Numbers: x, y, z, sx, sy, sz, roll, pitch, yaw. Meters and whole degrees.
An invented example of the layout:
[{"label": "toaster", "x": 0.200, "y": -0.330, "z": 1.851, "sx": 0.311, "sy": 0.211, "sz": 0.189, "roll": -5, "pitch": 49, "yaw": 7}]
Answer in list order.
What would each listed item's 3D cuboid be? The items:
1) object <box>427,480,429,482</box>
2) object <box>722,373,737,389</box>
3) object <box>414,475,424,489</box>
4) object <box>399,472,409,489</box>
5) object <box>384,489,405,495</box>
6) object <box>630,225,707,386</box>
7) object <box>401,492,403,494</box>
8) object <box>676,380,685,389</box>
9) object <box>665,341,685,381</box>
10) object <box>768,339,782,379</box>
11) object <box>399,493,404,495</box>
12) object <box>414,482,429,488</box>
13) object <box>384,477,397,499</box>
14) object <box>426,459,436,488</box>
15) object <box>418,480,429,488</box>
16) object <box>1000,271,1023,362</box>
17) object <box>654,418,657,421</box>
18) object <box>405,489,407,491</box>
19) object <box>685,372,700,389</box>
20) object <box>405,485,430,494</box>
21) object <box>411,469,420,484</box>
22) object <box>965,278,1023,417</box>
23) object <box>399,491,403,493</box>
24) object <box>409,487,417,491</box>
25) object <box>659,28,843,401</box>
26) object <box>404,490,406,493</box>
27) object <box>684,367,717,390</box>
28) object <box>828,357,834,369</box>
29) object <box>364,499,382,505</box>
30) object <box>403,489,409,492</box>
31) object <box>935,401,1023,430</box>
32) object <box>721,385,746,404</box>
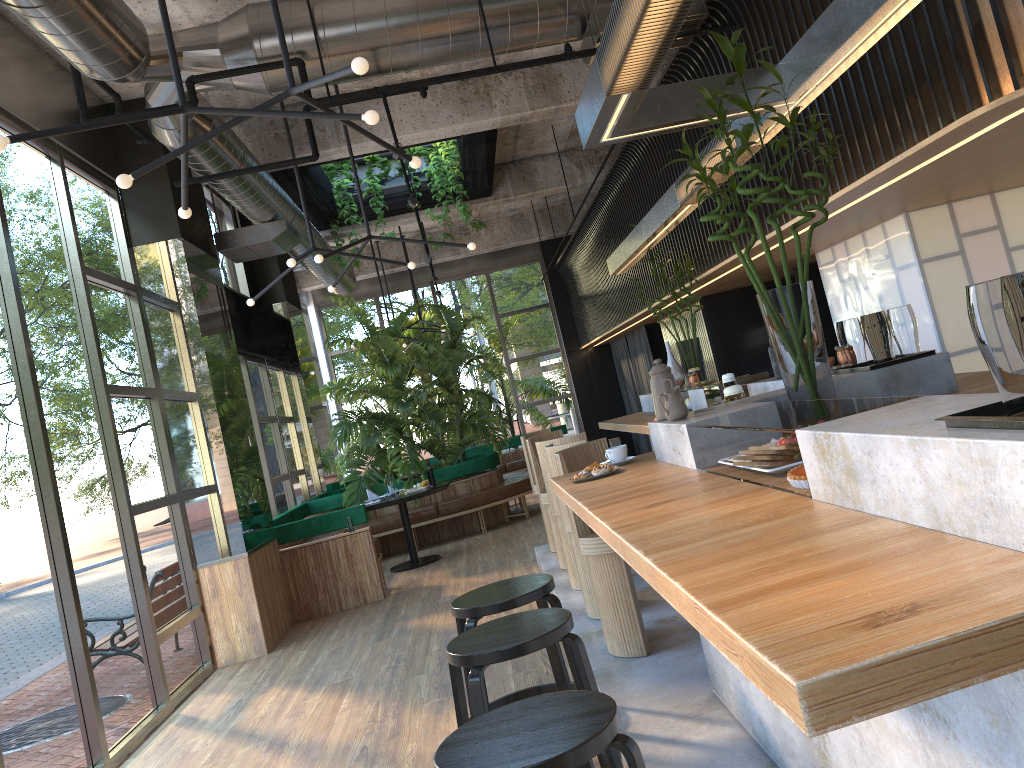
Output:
[{"label": "object", "x": -0.926, "y": 1.074, "z": 9.642, "sx": 0.059, "sy": 0.072, "sz": 0.205, "roll": -13, "pitch": -2, "yaw": -13}, {"label": "object", "x": 1.198, "y": 0.056, "z": 4.827, "sx": 0.071, "sy": 0.233, "sz": 0.078, "roll": -15, "pitch": -5, "yaw": 27}, {"label": "object", "x": -0.979, "y": 1.033, "z": 9.351, "sx": 0.145, "sy": 0.124, "sz": 0.096, "roll": -12, "pitch": -3, "yaw": -25}, {"label": "object", "x": -1.166, "y": 1.067, "z": 9.687, "sx": 0.106, "sy": 0.201, "sz": 0.099, "roll": -12, "pitch": -4, "yaw": -17}, {"label": "object", "x": -1.299, "y": 1.138, "z": 9.743, "sx": 0.242, "sy": 0.139, "sz": 0.223, "roll": -13, "pitch": -2, "yaw": -22}, {"label": "object", "x": 1.359, "y": -0.607, "z": 7.328, "sx": 0.640, "sy": 1.553, "sz": 0.612, "roll": -16, "pitch": -5, "yaw": 33}, {"label": "object", "x": -1.174, "y": 1.157, "z": 9.454, "sx": 0.033, "sy": 0.019, "sz": 0.038, "roll": -14, "pitch": -2, "yaw": 7}, {"label": "object", "x": 1.275, "y": 0.012, "z": 7.026, "sx": 0.190, "sy": 0.073, "sz": 0.230, "roll": -14, "pitch": -2, "yaw": 14}, {"label": "object", "x": 1.293, "y": -0.151, "z": 7.287, "sx": 0.302, "sy": 0.398, "sz": 0.333, "roll": -16, "pitch": -4, "yaw": 43}, {"label": "object", "x": 1.358, "y": -0.167, "z": 4.567, "sx": 0.071, "sy": 0.277, "sz": 0.078, "roll": -16, "pitch": -5, "yaw": 30}, {"label": "object", "x": -1.165, "y": 1.156, "z": 9.353, "sx": 0.063, "sy": 0.013, "sz": 0.145, "roll": -13, "pitch": -1, "yaw": -9}, {"label": "object", "x": -0.979, "y": 1.082, "z": 9.537, "sx": 0.193, "sy": 0.038, "sz": 0.063, "roll": -14, "pitch": -2, "yaw": 27}, {"label": "object", "x": -1.251, "y": 1.072, "z": 9.167, "sx": 0.101, "sy": 0.210, "sz": 0.110, "roll": -15, "pitch": -4, "yaw": 29}, {"label": "object", "x": -0.862, "y": 0.934, "z": 9.335, "sx": 0.067, "sy": 0.300, "sz": 0.069, "roll": -14, "pitch": -4, "yaw": 10}, {"label": "object", "x": -0.949, "y": 1.059, "z": 9.442, "sx": 0.100, "sy": 0.064, "sz": 0.160, "roll": -12, "pitch": -2, "yaw": -35}, {"label": "object", "x": 0.741, "y": -0.057, "z": 1.209, "sx": 0.104, "sy": 0.210, "sz": 0.106, "roll": -14, "pitch": -4, "yaw": 9}, {"label": "object", "x": 0.949, "y": 0.223, "z": 5.702, "sx": 0.062, "sy": 0.059, "sz": 0.072, "roll": -13, "pitch": -3, "yaw": -15}, {"label": "object", "x": -1.137, "y": 1.142, "z": 9.489, "sx": 0.033, "sy": 0.032, "sz": 0.037, "roll": -13, "pitch": -3, "yaw": -8}, {"label": "object", "x": 1.347, "y": -0.030, "z": 6.673, "sx": 0.085, "sy": 0.107, "sz": 0.162, "roll": -16, "pitch": -3, "yaw": 40}, {"label": "object", "x": -0.986, "y": 1.111, "z": 9.436, "sx": 0.238, "sy": 0.019, "sz": 0.354, "roll": -14, "pitch": -1, "yaw": 5}, {"label": "object", "x": -1.037, "y": 1.035, "z": 9.666, "sx": 0.106, "sy": 0.201, "sz": 0.099, "roll": -12, "pitch": -4, "yaw": -17}, {"label": "object", "x": 0.748, "y": -0.056, "z": 1.318, "sx": 0.104, "sy": 0.210, "sz": 0.106, "roll": -14, "pitch": -4, "yaw": 9}, {"label": "object", "x": -1.196, "y": 1.163, "z": 9.569, "sx": 0.024, "sy": 0.025, "sz": 0.047, "roll": -14, "pitch": -2, "yaw": 14}, {"label": "object", "x": -1.045, "y": 1.108, "z": 9.425, "sx": 0.102, "sy": 0.013, "sz": 0.219, "roll": -14, "pitch": -1, "yaw": 1}, {"label": "object", "x": 0.920, "y": -0.593, "z": 3.191, "sx": 0.677, "sy": 1.553, "sz": 0.580, "roll": -13, "pitch": -4, "yaw": -1}, {"label": "object", "x": -1.133, "y": 1.140, "z": 9.399, "sx": 0.032, "sy": 0.031, "sz": 0.040, "roll": -15, "pitch": -3, "yaw": 20}, {"label": "object", "x": 1.320, "y": -0.044, "z": 6.417, "sx": 0.211, "sy": 0.135, "sz": 0.799, "roll": -14, "pitch": -1, "yaw": 3}, {"label": "object", "x": 1.405, "y": -0.084, "z": 4.143, "sx": 0.190, "sy": 0.073, "sz": 0.230, "roll": -14, "pitch": -2, "yaw": 14}, {"label": "object", "x": -1.440, "y": 1.215, "z": 9.137, "sx": 0.259, "sy": 0.019, "sz": 0.155, "roll": -14, "pitch": -1, "yaw": -7}, {"label": "object", "x": -1.144, "y": 1.147, "z": 9.551, "sx": 0.098, "sy": 0.028, "sz": 0.128, "roll": -14, "pitch": -1, "yaw": 10}, {"label": "object", "x": 0.882, "y": 0.009, "z": 1.297, "sx": 0.444, "sy": 0.019, "sz": 0.268, "roll": -14, "pitch": -1, "yaw": -7}, {"label": "object", "x": 1.155, "y": 0.092, "z": 4.600, "sx": 0.113, "sy": 0.172, "sz": 0.134, "roll": -13, "pitch": -3, "yaw": -12}]
